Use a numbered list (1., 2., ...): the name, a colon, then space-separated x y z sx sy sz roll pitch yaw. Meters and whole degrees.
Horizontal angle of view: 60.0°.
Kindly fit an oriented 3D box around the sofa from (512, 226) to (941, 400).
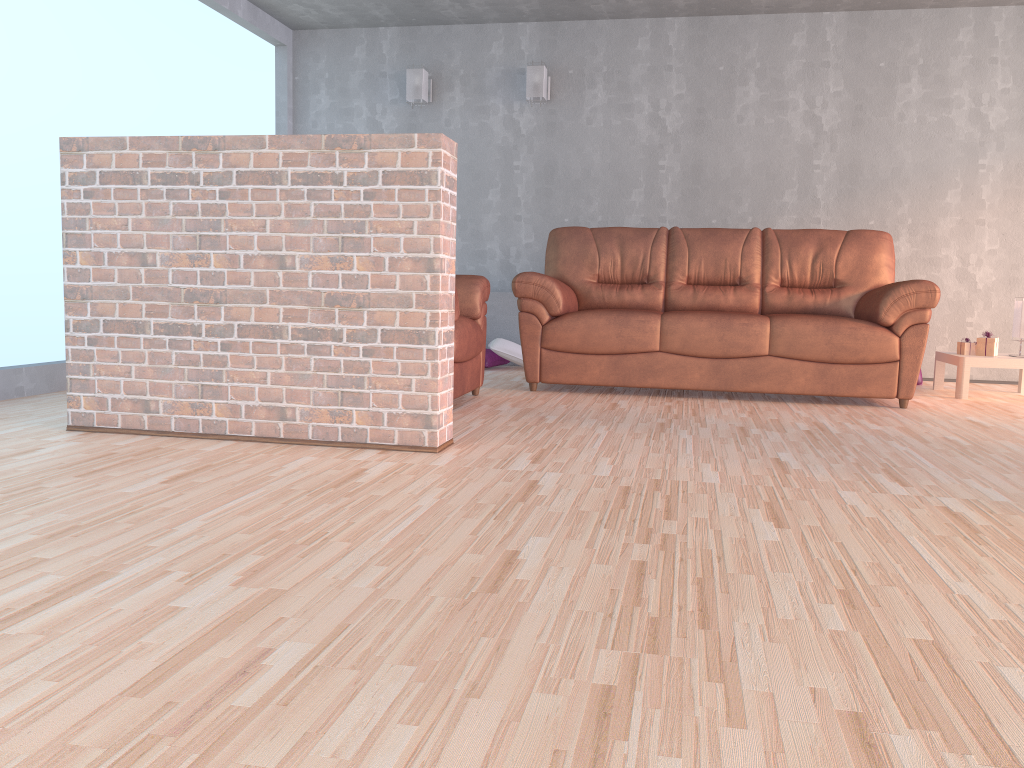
1. sofa: 1.154 -0.463 5.083 2.202 0.923 0.981 3 6 11

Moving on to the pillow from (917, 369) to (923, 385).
1. pillow: 2.528 -0.159 5.872 0.327 0.326 0.241 2 6 5

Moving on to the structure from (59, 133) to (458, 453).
1. structure: -0.913 -0.333 3.175 1.422 1.057 0.211 3 6 11

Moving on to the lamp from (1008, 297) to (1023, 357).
1. lamp: 2.985 -0.340 5.126 0.140 0.376 0.140 3 6 11

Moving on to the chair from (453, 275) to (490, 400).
1. chair: -0.642 -0.401 4.311 0.936 0.879 0.970 2 6 10

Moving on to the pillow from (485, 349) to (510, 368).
1. pillow: -0.245 -0.189 6.292 0.392 0.130 0.365 5 7 31

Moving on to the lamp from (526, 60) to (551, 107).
1. lamp: 0.180 -2.135 6.325 0.165 0.319 0.177 3 6 11

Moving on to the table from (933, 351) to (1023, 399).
1. table: 2.847 -0.047 5.223 0.548 0.241 0.548 3 6 11

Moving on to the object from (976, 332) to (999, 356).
1. object: 2.761 -0.236 5.148 0.099 0.147 0.102 6 8 39

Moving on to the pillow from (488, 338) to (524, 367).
1. pillow: 0.010 -0.220 6.264 0.357 0.205 0.388 1 6 -2

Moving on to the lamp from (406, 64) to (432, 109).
1. lamp: -0.687 -2.174 6.489 0.165 0.319 0.168 3 6 11

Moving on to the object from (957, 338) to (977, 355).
1. object: 2.707 -0.223 5.234 0.152 0.105 0.080 -1 6 -20
